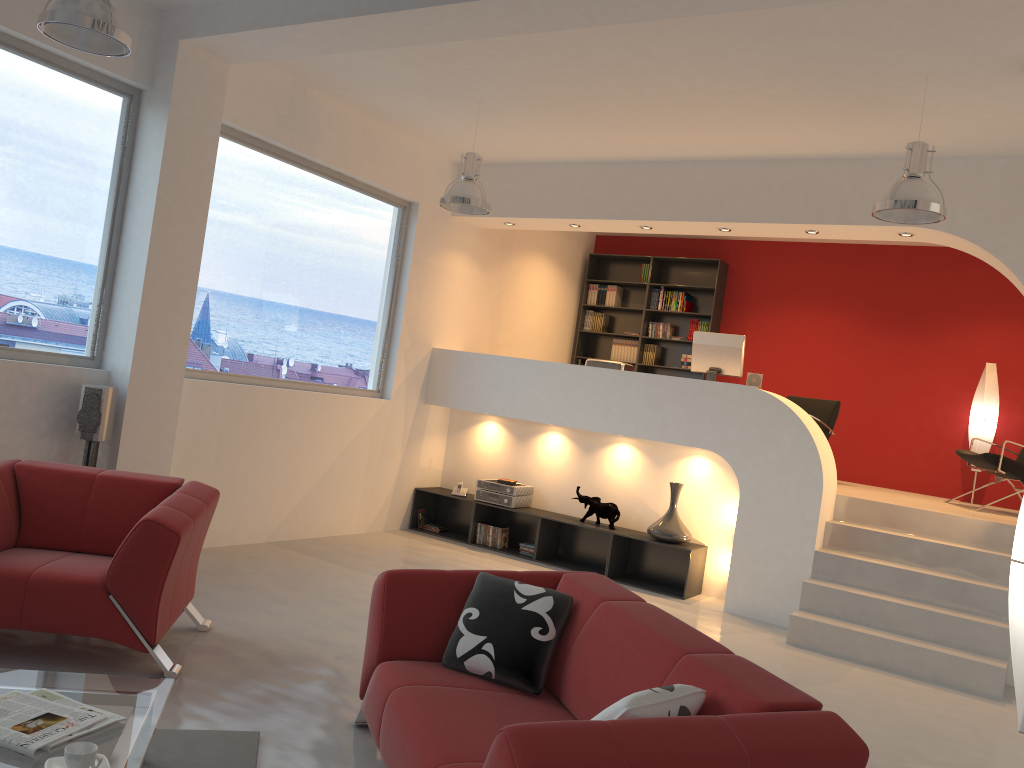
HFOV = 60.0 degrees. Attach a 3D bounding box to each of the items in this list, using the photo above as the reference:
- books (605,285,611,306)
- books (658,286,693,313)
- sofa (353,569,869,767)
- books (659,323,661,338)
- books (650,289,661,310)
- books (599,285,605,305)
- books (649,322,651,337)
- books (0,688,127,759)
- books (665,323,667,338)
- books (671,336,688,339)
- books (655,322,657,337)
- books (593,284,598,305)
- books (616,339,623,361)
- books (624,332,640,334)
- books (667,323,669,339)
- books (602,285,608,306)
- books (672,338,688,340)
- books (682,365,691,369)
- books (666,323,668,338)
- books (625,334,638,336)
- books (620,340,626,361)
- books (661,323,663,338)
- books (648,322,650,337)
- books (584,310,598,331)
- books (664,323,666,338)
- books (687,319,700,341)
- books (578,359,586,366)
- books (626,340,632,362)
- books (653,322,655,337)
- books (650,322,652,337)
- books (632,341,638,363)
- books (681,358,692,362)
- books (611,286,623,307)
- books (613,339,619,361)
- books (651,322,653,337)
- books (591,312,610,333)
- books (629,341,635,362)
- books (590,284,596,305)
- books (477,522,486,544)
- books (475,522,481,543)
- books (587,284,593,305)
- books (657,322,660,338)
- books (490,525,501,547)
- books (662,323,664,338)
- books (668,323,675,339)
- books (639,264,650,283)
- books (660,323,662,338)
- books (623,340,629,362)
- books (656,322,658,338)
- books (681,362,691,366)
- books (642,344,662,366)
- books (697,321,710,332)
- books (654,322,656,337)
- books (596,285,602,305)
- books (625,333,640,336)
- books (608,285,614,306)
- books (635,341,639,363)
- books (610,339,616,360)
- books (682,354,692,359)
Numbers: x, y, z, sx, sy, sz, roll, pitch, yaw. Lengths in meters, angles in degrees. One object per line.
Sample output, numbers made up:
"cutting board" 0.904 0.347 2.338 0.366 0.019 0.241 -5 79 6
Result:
"books" 1.192 -1.043 10.673 0.040 0.260 0.200 8 -1 31
"books" 1.891 -0.960 10.230 0.341 0.286 0.231 8 -1 31
"sofa" 0.108 1.114 2.854 0.951 0.738 1.929 8 -1 -19
"books" 1.743 -0.612 10.322 0.031 0.190 0.135 8 -1 31
"books" 1.701 -0.971 10.373 0.090 0.256 0.181 8 -1 31
"books" 1.123 -1.053 10.716 0.040 0.260 0.200 8 -1 31
"books" 1.642 -0.626 10.385 0.031 0.190 0.135 8 -1 31
"books" -1.369 0.958 2.524 0.367 0.035 0.345 8 -1 21
"books" 1.807 -0.603 10.283 0.031 0.190 0.135 8 -1 31
"books" 1.941 -0.527 10.195 0.190 0.015 0.135 8 -1 36
"books" 1.705 -0.617 10.346 0.031 0.190 0.135 8 -1 31
"books" 1.055 -1.062 10.758 0.040 0.260 0.200 8 -1 31
"books" 1.316 -0.388 10.536 0.040 0.260 0.200 8 -1 31
"books" 1.436 -0.596 10.507 0.190 0.015 0.135 8 -1 31
"books" 1.832 -0.600 10.267 0.031 0.190 0.135 8 -1 31
"books" 1.157 -1.048 10.695 0.040 0.260 0.200 8 -1 31
"books" 1.947 -0.511 10.189 0.190 0.015 0.135 8 -1 31
"books" 2.085 -0.170 10.036 0.260 0.040 0.200 8 -1 33
"books" 1.819 -0.601 10.275 0.031 0.190 0.135 8 -1 31
"books" 1.441 -0.565 10.501 0.190 0.015 0.135 8 -1 31
"books" 1.350 -0.383 10.515 0.040 0.260 0.200 8 -1 31
"books" 1.769 -0.608 10.307 0.031 0.190 0.135 8 -1 31
"books" 1.629 -0.628 10.393 0.031 0.190 0.135 8 -1 31
"books" 0.966 -0.753 10.796 0.090 0.256 0.181 8 -1 31
"books" 1.794 -0.605 10.291 0.031 0.190 0.135 8 -1 31
"books" 2.089 -0.598 10.103 0.090 0.256 0.181 8 -1 31
"books" 0.972 -0.129 10.706 0.341 0.286 0.231 8 -1 31
"books" 1.419 -0.373 10.472 0.040 0.260 0.200 8 -1 31
"books" 1.680 -0.621 10.361 0.031 0.190 0.135 8 -1 31
"books" 1.655 -0.624 10.377 0.031 0.190 0.135 8 -1 31
"books" 1.488 -0.364 10.430 0.040 0.260 0.200 8 -1 31
"books" 2.075 -0.253 10.045 0.260 0.040 0.200 8 -1 31
"books" 1.261 -1.034 10.631 0.040 0.260 0.200 8 -1 31
"books" 1.282 -0.392 10.557 0.040 0.260 0.200 8 -1 31
"books" 1.667 -0.623 10.369 0.031 0.190 0.135 8 -1 31
"books" 1.067 -0.731 10.733 0.146 0.240 0.170 8 -1 31
"books" 1.453 -0.369 10.451 0.040 0.260 0.200 8 -1 31
"books" 1.021 -1.067 10.779 0.040 0.260 0.200 8 -1 31
"books" -0.276 1.368 8.153 0.031 0.190 0.135 8 -1 31
"books" -0.288 1.367 8.161 0.031 0.190 0.135 8 -1 31
"books" 0.986 -1.072 10.801 0.040 0.260 0.200 8 -1 31
"books" 1.731 -0.614 10.330 0.031 0.190 0.135 8 -1 31
"books" -0.149 1.386 8.075 0.031 0.190 0.135 8 -1 31
"books" 1.782 -0.607 10.299 0.031 0.190 0.135 8 -1 31
"books" 1.845 -0.598 10.260 0.031 0.190 0.135 8 -1 31
"books" 1.616 -1.278 10.453 0.146 0.240 0.170 8 -1 31
"books" 1.756 -0.610 10.314 0.031 0.190 0.135 8 -1 31
"books" 1.384 -0.378 10.493 0.040 0.260 0.200 8 -1 31
"books" 1.718 -0.616 10.338 0.031 0.190 0.135 8 -1 31
"books" 2.073 -0.212 10.043 0.260 0.040 0.200 8 -1 31
"books" 1.633 -0.334 10.353 0.146 0.240 0.170 8 -1 31
"books" 2.189 -0.576 10.039 0.146 0.240 0.170 8 -1 31
"books" 1.693 -0.619 10.354 0.031 0.190 0.135 8 -1 31
"books" 1.089 -1.057 10.737 0.040 0.260 0.200 8 -1 31
"books" 1.450 -0.579 10.497 0.190 0.015 0.135 8 -1 31
"books" 1.227 -1.038 10.652 0.040 0.260 0.200 8 -1 31
"books" 1.522 -0.359 10.409 0.040 0.260 0.200 8 -1 31
"books" 1.248 -0.397 10.578 0.040 0.260 0.200 8 -1 31
"books" 2.084 -0.292 10.033 0.260 0.040 0.200 8 -1 31
